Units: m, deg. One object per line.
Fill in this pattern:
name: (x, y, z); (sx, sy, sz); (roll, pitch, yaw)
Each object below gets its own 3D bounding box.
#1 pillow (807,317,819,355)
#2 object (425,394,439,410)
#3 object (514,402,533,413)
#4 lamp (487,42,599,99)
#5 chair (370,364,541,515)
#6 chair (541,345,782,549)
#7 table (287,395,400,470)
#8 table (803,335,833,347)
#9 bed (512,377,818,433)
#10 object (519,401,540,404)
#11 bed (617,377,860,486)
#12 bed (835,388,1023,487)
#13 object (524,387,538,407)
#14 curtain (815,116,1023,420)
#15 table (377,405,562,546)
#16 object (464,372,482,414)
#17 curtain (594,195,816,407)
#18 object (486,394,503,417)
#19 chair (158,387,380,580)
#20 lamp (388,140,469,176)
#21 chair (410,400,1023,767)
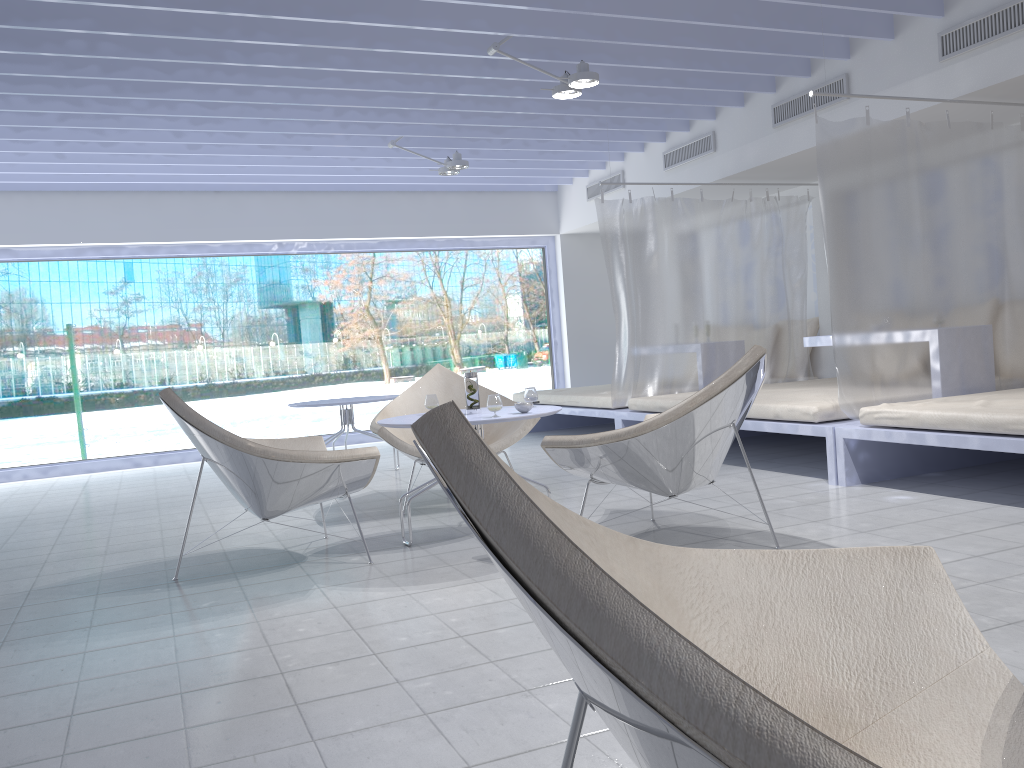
pillow: (2.402, -0.304, 7.627); (0.231, 0.510, 0.572); (-5, 2, -22)
object: (-0.377, 0.095, 4.164); (0.068, 0.091, 0.068); (-4, 2, 0)
object: (0.052, 0.102, 3.778); (0.082, 0.043, 0.082); (-3, 3, 36)
lamp: (0.156, -1.744, 4.894); (0.587, 0.218, 0.380); (-5, 2, -23)
chair: (-0.342, 0.263, 4.965); (0.906, 0.759, 0.753); (-5, 2, -12)
chair: (0.668, 0.243, 3.488); (0.753, 0.759, 0.906); (-3, 3, 38)
table: (-1.199, 0.383, 6.492); (0.825, 0.534, 0.823); (-3, 2, 24)
table: (2.313, -0.095, 5.389); (0.416, 0.450, 1.065); (-5, 2, -23)
bed: (1.289, 0.201, 7.929); (2.022, 0.422, 2.200); (-5, 2, -23)
object: (0.074, 0.081, 3.756); (0.098, 0.016, 0.012); (-3, 3, 34)
bed: (2.124, 0.213, 5.883); (2.016, 0.427, 2.200); (-5, 2, -23)
bed: (2.988, 0.227, 3.853); (2.022, 0.422, 2.200); (-5, 2, -23)
object: (0.088, 0.062, 4.129); (0.068, 0.091, 0.068); (-5, 2, -30)
curtain: (2.478, -0.648, 4.823); (1.998, 1.559, 0.125); (-5, 2, -24)
table: (-0.168, 0.401, 3.970); (0.825, 0.534, 0.823); (-6, 3, -31)
object: (-0.180, 0.038, 3.989); (0.075, 0.189, 0.075); (-6, 2, -31)
curtain: (1.586, -0.679, 6.854); (2.050, 1.552, 0.151); (-5, 2, -23)
object: (-0.072, 0.090, 3.681); (0.068, 0.091, 0.068); (-4, 2, 6)
chair: (-1.034, 0.363, 3.658); (0.753, 0.759, 0.906); (-5, 2, -27)
lamp: (-0.656, -1.757, 6.841); (0.587, 0.218, 0.380); (-5, 2, -23)
chair: (0.295, 0.368, 0.886); (0.753, 0.759, 0.906); (-4, 2, -5)
